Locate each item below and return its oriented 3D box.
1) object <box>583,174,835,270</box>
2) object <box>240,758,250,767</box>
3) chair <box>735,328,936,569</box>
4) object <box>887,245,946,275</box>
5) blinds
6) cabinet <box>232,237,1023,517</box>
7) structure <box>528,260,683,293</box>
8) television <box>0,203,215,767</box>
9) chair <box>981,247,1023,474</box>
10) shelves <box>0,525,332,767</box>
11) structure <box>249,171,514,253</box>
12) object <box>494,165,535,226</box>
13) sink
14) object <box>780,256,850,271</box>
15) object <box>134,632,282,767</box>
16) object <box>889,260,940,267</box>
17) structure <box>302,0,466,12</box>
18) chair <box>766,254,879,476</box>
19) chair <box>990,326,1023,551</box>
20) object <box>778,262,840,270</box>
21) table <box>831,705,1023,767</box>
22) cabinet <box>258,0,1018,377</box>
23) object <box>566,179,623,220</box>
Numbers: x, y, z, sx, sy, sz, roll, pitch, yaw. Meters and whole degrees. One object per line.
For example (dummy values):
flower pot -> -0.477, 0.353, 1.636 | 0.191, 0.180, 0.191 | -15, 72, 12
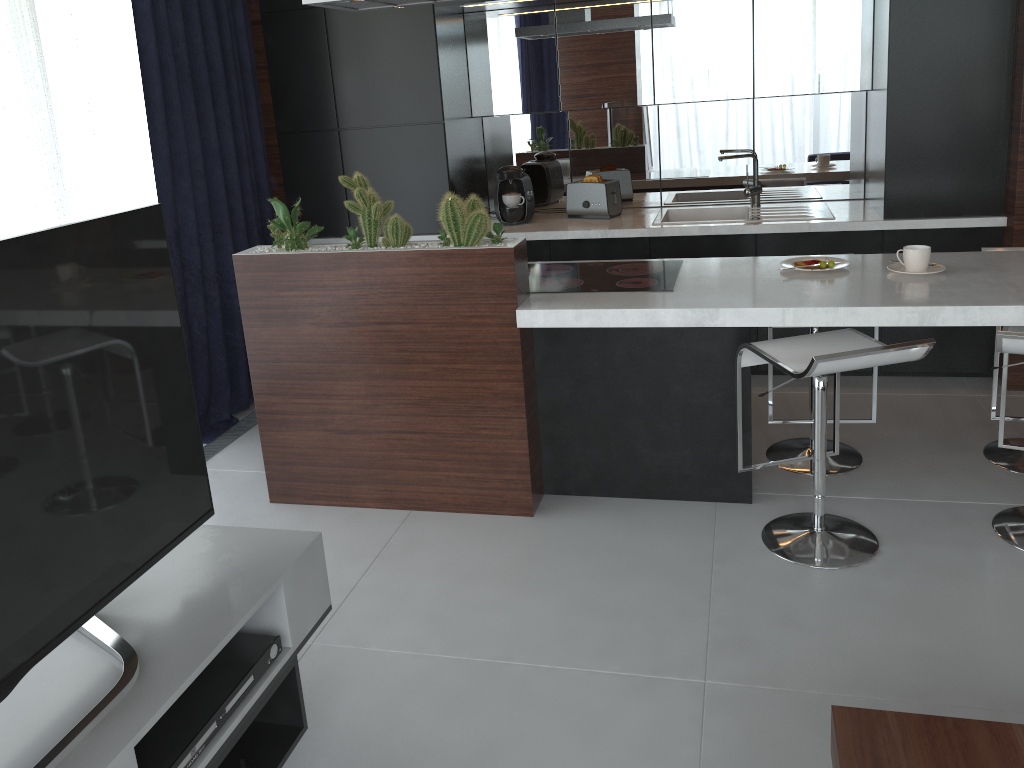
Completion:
object -> 0.764, -0.757, 3.901 | 0.140, 0.216, 1.914 | -10, 19, -18
object -> -0.550, 0.797, 1.802 | 0.043, 0.042, 0.045 | 0, 17, 15
chair -> 0.950, 0.170, 2.698 | 0.397, 0.693, 0.473 | -8, 16, -11
object -> 1.366, -0.419, 2.981 | 0.182, 0.084, 0.186 | -7, 18, -8
blinds -> 1.148, -0.311, 0.927 | 7.137, 2.712, 5.934 | 2, 19, 18
cabinet -> 0.664, -0.853, 2.979 | 3.334, 2.497, 0.803 | 0, 15, 15
structure -> 0.239, -0.393, 3.317 | 0.763, 0.056, 0.516 | 1, 19, 15
television -> -0.869, 0.205, 1.343 | 0.297, 0.768, 1.259 | 0, 18, 15
chair -> 1.932, -0.089, 3.198 | 0.396, 0.724, 0.474 | 2, 17, 21
shelves -> -1.133, 0.966, 1.118 | 0.872, 0.488, 2.405 | 0, 19, 15
structure -> -0.483, -0.593, 3.051 | 1.000, 0.280, 0.227 | 2, 17, 17
object -> 0.008, -1.014, 4.706 | 0.215, 0.305, 0.275 | -4, 16, 1
sink -> 1.157, -0.893, 4.458 | 0.853, 0.482, 0.515 | 0, 17, 15
object -> 1.085, -0.425, 3.169 | 0.239, 0.019, 0.243 | -8, 19, -12
object -> -0.702, 0.624, 1.716 | 0.335, 0.052, 0.440 | 1, 19, 15
object -> 1.384, -0.411, 3.043 | 0.166, 0.012, 0.036 | 11, 24, 39
structure -> -0.199, -1.745, 3.059 | 1.044, 0.743, 0.456 | 0, 16, 15
chair -> 1.154, -0.083, 3.354 | 0.396, 0.724, 0.474 | -1, 16, 11
chair -> 1.643, 0.136, 2.643 | 0.397, 0.693, 0.472 | 5, 18, 32
object -> 1.053, -0.419, 3.128 | 0.249, 0.008, 0.027 | -10, 19, -15
table -> 0.882, 0.876, 1.165 | 0.805, 0.345, 0.819 | 1, 19, 15
cabinet -> 0.525, -1.356, 4.499 | 3.477, 2.499, 0.721 | 0, 15, 15
object -> 0.431, -0.982, 4.693 | 0.261, 0.191, 0.179 | 8, 20, 34
